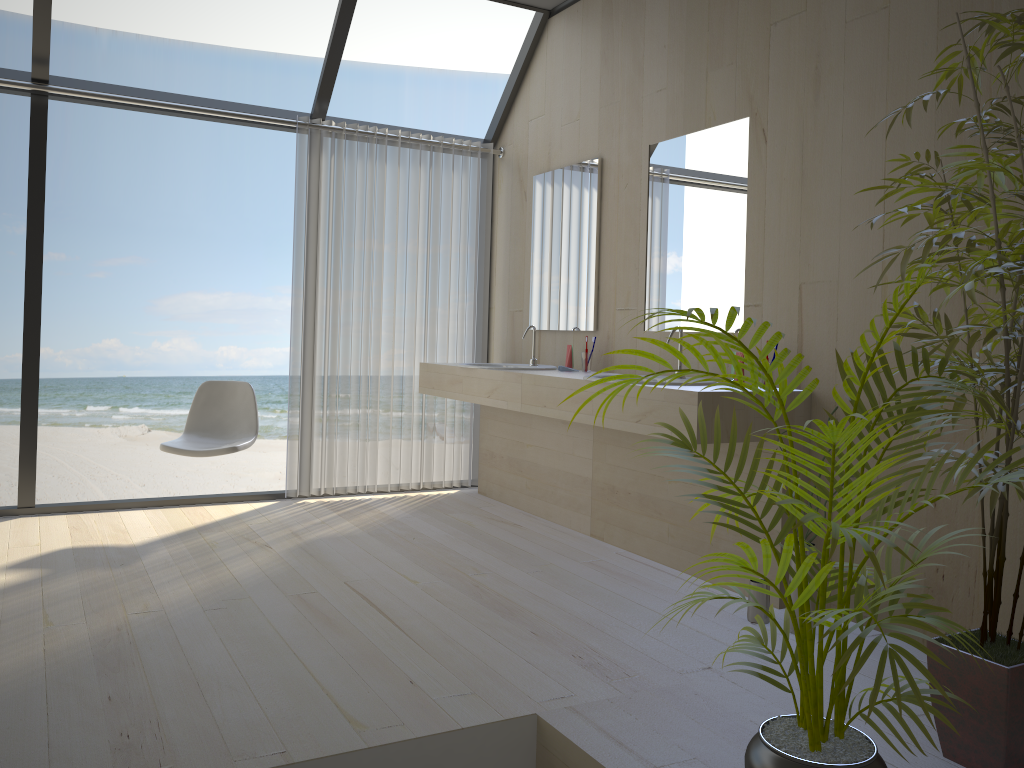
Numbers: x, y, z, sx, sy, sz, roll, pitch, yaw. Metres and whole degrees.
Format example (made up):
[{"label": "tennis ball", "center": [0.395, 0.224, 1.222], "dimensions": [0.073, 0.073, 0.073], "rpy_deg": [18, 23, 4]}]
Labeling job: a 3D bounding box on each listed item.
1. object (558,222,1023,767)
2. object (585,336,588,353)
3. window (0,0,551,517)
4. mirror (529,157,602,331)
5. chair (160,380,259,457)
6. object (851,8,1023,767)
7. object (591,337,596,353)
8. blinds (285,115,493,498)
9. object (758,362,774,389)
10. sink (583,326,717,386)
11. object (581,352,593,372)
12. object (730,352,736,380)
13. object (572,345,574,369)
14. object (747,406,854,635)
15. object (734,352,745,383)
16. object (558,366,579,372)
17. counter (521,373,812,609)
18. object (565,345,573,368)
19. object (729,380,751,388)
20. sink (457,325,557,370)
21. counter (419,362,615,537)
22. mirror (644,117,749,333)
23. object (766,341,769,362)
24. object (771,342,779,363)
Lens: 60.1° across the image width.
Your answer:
[{"label": "object", "center": [0.533, 0.285, 1.644], "dimensions": [0.916, 1.157, 0.751], "rpy_deg": [2, 1, 5]}, {"label": "object", "center": [0.363, -0.146, 4.316], "dimensions": [0.012, 0.178, 0.050], "rpy_deg": [2, 0, 11]}, {"label": "window", "center": [-2.002, -0.752, 4.146], "dimensions": [4.558, 2.814, 0.745], "rpy_deg": [1, 0, -29]}, {"label": "mirror", "center": [0.274, -0.720, 4.721], "dimensions": [0.023, 0.868, 0.654], "rpy_deg": [2, 1, -29]}, {"label": "chair", "center": [-1.443, 0.167, 4.280], "dimensions": [0.369, 0.347, 0.455], "rpy_deg": [2, 2, 0]}, {"label": "object", "center": [1.179, -0.004, 2.039], "dimensions": [0.787, 1.757, 0.936], "rpy_deg": [2, 0, -4]}, {"label": "object", "center": [0.384, -0.146, 4.346], "dimensions": [0.054, 0.175, 0.012], "rpy_deg": [2, 0, -3]}, {"label": "blinds", "center": [-0.683, -0.422, 5.086], "dimensions": [1.182, 2.071, 0.084], "rpy_deg": [1, 0, -29]}, {"label": "object", "center": [0.942, -0.030, 3.285], "dimensions": [0.058, 0.100, 0.058], "rpy_deg": [2, 1, -18]}, {"label": "sink", "center": [0.550, -0.029, 3.562], "dimensions": [0.503, 0.419, 0.574], "rpy_deg": [1, 2, -25]}, {"label": "object", "center": [0.367, -0.105, 4.345], "dimensions": [0.058, 0.100, 0.058], "rpy_deg": [1, 1, -22]}, {"label": "object", "center": [0.873, -0.059, 3.454], "dimensions": [0.039, 0.135, 0.039], "rpy_deg": [2, 0, 13]}, {"label": "object", "center": [0.298, -0.134, 4.514], "dimensions": [0.039, 0.135, 0.039], "rpy_deg": [2, 0, 20]}, {"label": "object", "center": [1.016, 0.446, 3.019], "dimensions": [0.406, 0.749, 0.274], "rpy_deg": [1, 0, -41]}, {"label": "object", "center": [0.859, -0.053, 3.341], "dimensions": [0.039, 0.135, 0.039], "rpy_deg": [2, 0, 13]}, {"label": "object", "center": [0.276, -0.074, 4.320], "dimensions": [0.104, 0.029, 0.032], "rpy_deg": [2, 2, 12]}, {"label": "counter", "center": [0.563, 0.383, 3.612], "dimensions": [0.550, 0.790, 1.207], "rpy_deg": [1, 2, -29]}, {"label": "object", "center": [0.284, -0.128, 4.401], "dimensions": [0.039, 0.135, 0.039], "rpy_deg": [2, 0, 20]}, {"label": "object", "center": [0.851, 0.000, 3.260], "dimensions": [0.104, 0.029, 0.032], "rpy_deg": [2, 2, 12]}, {"label": "sink", "center": [-0.025, -0.104, 4.622], "dimensions": [0.503, 0.419, 0.574], "rpy_deg": [1, 2, -25]}, {"label": "counter", "center": [-0.012, 0.309, 4.673], "dimensions": [0.550, 0.790, 1.207], "rpy_deg": [1, 2, -29]}, {"label": "mirror", "center": [0.792, -0.656, 3.823], "dimensions": [0.023, 0.868, 0.654], "rpy_deg": [2, 1, -29]}, {"label": "object", "center": [0.938, -0.071, 3.256], "dimensions": [0.012, 0.178, 0.050], "rpy_deg": [2, 0, 11]}, {"label": "object", "center": [0.959, -0.071, 3.286], "dimensions": [0.054, 0.175, 0.012], "rpy_deg": [2, 0, -3]}]
